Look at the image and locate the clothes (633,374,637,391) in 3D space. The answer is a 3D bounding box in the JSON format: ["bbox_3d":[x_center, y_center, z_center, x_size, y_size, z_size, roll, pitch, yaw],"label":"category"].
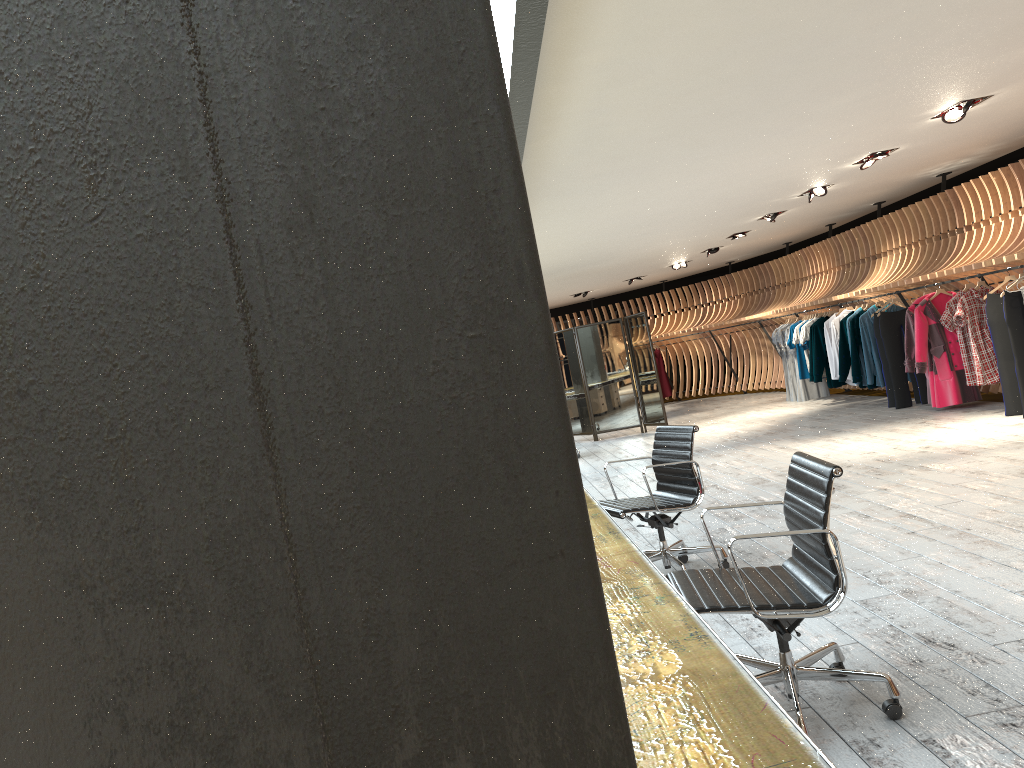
[{"bbox_3d":[2.961,-0.229,20.066,0.151,1.053,0.778,-11,0,39],"label":"clothes"}]

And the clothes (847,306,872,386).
[{"bbox_3d":[4.894,-0.528,11.960,0.715,1.088,0.256,-11,0,-6],"label":"clothes"}]

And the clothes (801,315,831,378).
[{"bbox_3d":[4.800,-0.573,13.498,0.734,0.937,0.164,-11,0,2],"label":"clothes"}]

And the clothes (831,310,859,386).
[{"bbox_3d":[4.837,-0.513,12.524,0.733,1.106,0.165,-11,0,-2],"label":"clothes"}]

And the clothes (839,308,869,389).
[{"bbox_3d":[4.880,-0.499,12.191,0.913,1.081,0.238,-11,0,3],"label":"clothes"}]

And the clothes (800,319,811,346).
[{"bbox_3d":[4.850,-0.587,13.764,0.742,0.938,0.161,-11,0,-7],"label":"clothes"}]

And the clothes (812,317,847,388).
[{"bbox_3d":[4.859,-0.504,13.219,0.914,1.081,0.238,-11,0,-2],"label":"clothes"}]

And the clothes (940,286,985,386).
[{"bbox_3d":[4.943,-0.509,9.380,0.760,1.020,0.187,-11,0,-1],"label":"clothes"}]

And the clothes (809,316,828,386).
[{"bbox_3d":[4.848,-0.504,13.341,0.914,1.081,0.238,-11,0,-2],"label":"clothes"}]

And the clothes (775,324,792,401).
[{"bbox_3d":[4.835,-0.324,14.822,0.677,1.434,0.203,-11,0,-12],"label":"clothes"}]

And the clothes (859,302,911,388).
[{"bbox_3d":[4.906,-0.525,11.522,0.714,1.088,0.257,-11,0,4],"label":"clothes"}]

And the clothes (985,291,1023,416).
[{"bbox_3d":[5.007,-0.271,8.653,0.538,1.353,0.088,-11,0,38],"label":"clothes"}]

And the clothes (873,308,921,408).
[{"bbox_3d":[4.950,-0.292,11.238,0.538,1.353,0.087,-11,0,23],"label":"clothes"}]

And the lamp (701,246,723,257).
[{"bbox_3d":[3.411,-2.337,15.166,0.269,0.291,0.492,-11,0,-6],"label":"lamp"}]

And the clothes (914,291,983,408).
[{"bbox_3d":[4.954,-0.405,9.999,0.839,1.312,0.321,-11,0,7],"label":"clothes"}]

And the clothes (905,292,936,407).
[{"bbox_3d":[4.947,-0.408,10.289,0.840,1.312,0.321,-11,0,-3],"label":"clothes"}]

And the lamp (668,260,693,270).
[{"bbox_3d":[3.160,-2.310,16.737,0.269,0.287,0.492,-11,0,-21],"label":"lamp"}]

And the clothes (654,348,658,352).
[{"bbox_3d":[3.235,-0.236,19.800,0.444,1.129,0.126,-11,0,-5],"label":"clothes"}]

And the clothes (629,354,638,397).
[{"bbox_3d":[2.803,-0.200,20.217,0.777,1.053,0.151,-11,0,-1],"label":"clothes"}]

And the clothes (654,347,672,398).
[{"bbox_3d":[3.285,-0.245,19.723,0.444,1.129,0.126,-11,0,-30],"label":"clothes"}]

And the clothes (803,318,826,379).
[{"bbox_3d":[4.813,-0.562,13.685,0.743,0.950,0.167,-11,0,-18],"label":"clothes"}]

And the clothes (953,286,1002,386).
[{"bbox_3d":[4.934,-0.507,9.158,0.760,1.030,0.179,-11,0,-16],"label":"clothes"}]

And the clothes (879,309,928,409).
[{"bbox_3d":[4.937,-0.287,11.045,0.539,1.353,0.087,-11,0,3],"label":"clothes"}]

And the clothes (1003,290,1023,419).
[{"bbox_3d":[5.030,-0.273,8.451,0.539,1.353,0.087,-11,0,-2],"label":"clothes"}]

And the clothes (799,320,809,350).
[{"bbox_3d":[4.851,-0.571,13.905,0.743,0.960,0.167,-11,0,-8],"label":"clothes"}]

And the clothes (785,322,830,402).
[{"bbox_3d":[4.841,-0.322,14.546,0.678,1.434,0.203,-11,0,-17],"label":"clothes"}]

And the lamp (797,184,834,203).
[{"bbox_3d":[3.549,-2.300,10.383,0.269,0.301,0.492,-11,0,-2],"label":"lamp"}]

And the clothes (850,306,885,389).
[{"bbox_3d":[4.897,-0.498,11.836,0.914,1.081,0.238,-11,0,-2],"label":"clothes"}]

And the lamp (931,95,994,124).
[{"bbox_3d":[3.637,-2.286,7.195,0.269,0.284,0.492,-11,0,-2],"label":"lamp"}]

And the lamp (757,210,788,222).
[{"bbox_3d":[3.503,-2.318,11.977,0.269,0.286,0.492,-11,0,-2],"label":"lamp"}]

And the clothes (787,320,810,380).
[{"bbox_3d":[4.759,-0.555,14.097,0.737,0.971,0.167,-11,0,7],"label":"clothes"}]

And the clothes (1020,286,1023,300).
[{"bbox_3d":[4.981,-0.377,8.247,0.272,1.143,0.170,-11,0,31],"label":"clothes"}]

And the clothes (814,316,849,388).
[{"bbox_3d":[4.854,-0.503,13.132,0.913,1.081,0.238,-11,0,3],"label":"clothes"}]

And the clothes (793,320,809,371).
[{"bbox_3d":[4.815,-0.579,13.955,0.743,0.931,0.158,-11,0,2],"label":"clothes"}]

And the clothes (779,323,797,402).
[{"bbox_3d":[4.838,-0.323,14.681,0.677,1.434,0.204,-11,0,13],"label":"clothes"}]

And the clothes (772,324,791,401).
[{"bbox_3d":[4.830,-0.325,14.963,0.677,1.434,0.204,-11,0,13],"label":"clothes"}]

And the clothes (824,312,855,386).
[{"bbox_3d":[4.888,-0.525,12.716,0.733,1.106,0.165,-11,0,3],"label":"clothes"}]

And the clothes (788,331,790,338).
[{"bbox_3d":[4.809,-0.581,14.196,0.742,0.931,0.158,-11,0,23],"label":"clothes"}]

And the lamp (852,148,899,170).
[{"bbox_3d":[3.594,-2.291,8.789,0.269,0.296,0.492,-11,0,-2],"label":"lamp"}]

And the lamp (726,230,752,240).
[{"bbox_3d":[3.459,-2.325,13.571,0.269,0.294,0.492,-11,0,-2],"label":"lamp"}]
